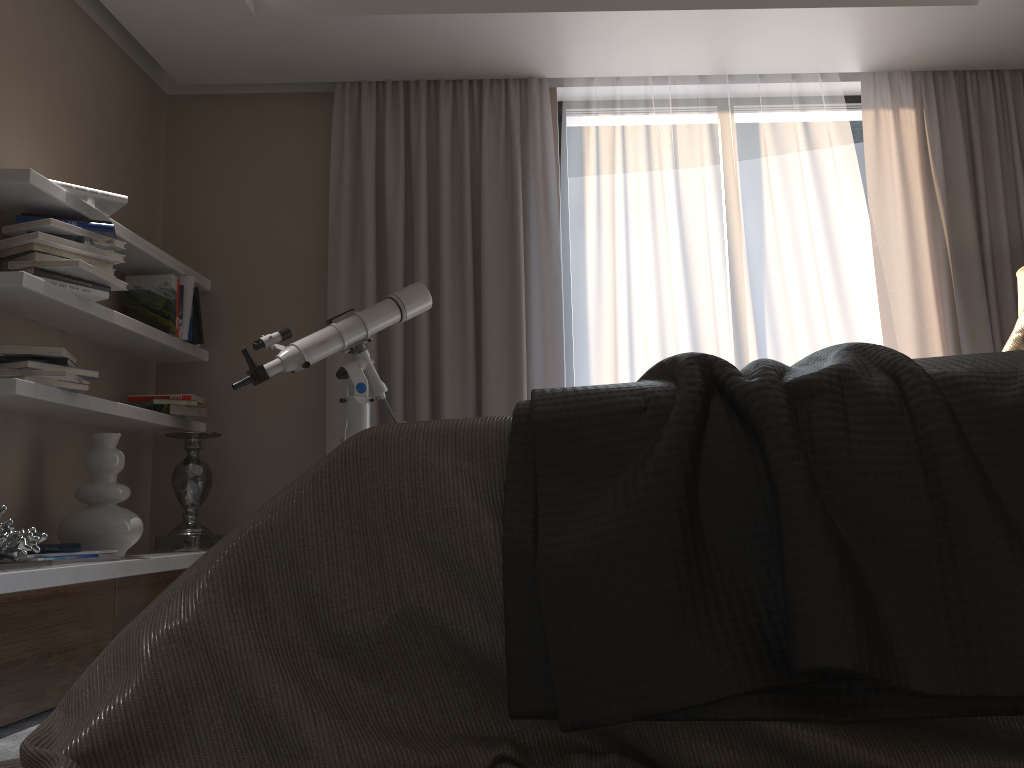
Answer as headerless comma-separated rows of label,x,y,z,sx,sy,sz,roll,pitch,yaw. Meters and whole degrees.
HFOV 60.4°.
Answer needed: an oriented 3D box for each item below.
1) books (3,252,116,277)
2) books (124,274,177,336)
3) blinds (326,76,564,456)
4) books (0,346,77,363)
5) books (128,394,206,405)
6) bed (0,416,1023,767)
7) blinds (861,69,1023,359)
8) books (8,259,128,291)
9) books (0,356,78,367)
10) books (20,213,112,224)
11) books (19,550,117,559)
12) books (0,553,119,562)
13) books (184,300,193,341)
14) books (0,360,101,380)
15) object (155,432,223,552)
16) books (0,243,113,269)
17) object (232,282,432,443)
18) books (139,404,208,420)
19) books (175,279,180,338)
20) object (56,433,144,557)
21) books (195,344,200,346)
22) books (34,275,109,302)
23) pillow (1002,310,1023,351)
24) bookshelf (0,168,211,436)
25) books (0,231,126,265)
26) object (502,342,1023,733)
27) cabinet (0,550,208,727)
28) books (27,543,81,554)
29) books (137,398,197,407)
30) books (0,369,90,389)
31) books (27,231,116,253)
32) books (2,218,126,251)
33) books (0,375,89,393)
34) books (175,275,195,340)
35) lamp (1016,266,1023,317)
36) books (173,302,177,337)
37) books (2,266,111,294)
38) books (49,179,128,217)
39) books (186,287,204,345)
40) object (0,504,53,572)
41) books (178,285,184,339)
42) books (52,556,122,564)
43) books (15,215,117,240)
books,-1.523,-0.384,2.968,0.189,0.028,0.275,-8,-10,33
books,-1.485,-0.321,3.611,0.195,0.250,0.043,-1,-9,-2
blinds,-0.309,-0.264,3.792,1.052,2.644,0.357,-1,-9,0
books,-1.527,-0.088,2.845,0.179,0.023,0.221,1,-9,-18
books,-1.448,0.068,3.699,0.252,0.023,0.173,-1,-9,-4
bed,0.913,0.355,1.449,2.257,0.625,2.328,-4,-9,11
blinds,2.159,-0.343,3.907,1.004,2.643,0.338,-1,-9,-1
books,-1.486,-0.362,2.967,0.224,0.027,0.312,-2,-9,2
books,-1.558,-0.063,2.842,0.255,0.026,0.159,1,-9,-19
books,-1.518,-0.534,3.020,0.275,0.028,0.168,2,-9,-23
books,-1.478,0.539,2.777,0.244,0.011,0.329,-5,-9,21
books,-1.471,0.550,2.781,0.246,0.011,0.327,-5,-9,16
books,-1.453,-0.307,3.744,0.185,0.260,0.025,-1,-9,-2
books,-1.512,-0.039,2.847,0.175,0.025,0.268,-6,-9,22
object,-1.317,0.443,3.624,0.217,0.482,0.222,-3,-9,10
books,-1.529,-0.413,2.960,0.180,0.031,0.295,-7,-10,28
object,-0.604,0.270,3.147,0.617,1.407,0.596,-2,-9,2
books,-1.445,0.123,3.692,0.238,0.043,0.200,-6,-9,25
books,-1.479,-0.313,3.669,0.178,0.251,0.023,-1,-9,-2
object,-1.442,0.392,3.099,0.266,0.432,0.264,-1,-9,0
books,-1.459,-0.276,3.833,0.173,0.223,0.099,-1,-9,0
books,-1.530,-0.310,2.930,0.190,0.028,0.274,-7,-10,28
pillow,1.294,-0.212,1.525,0.882,0.519,1.281,-4,-9,13
bookshelf,-1.654,-0.200,1.686,0.230,1.204,4.526,-2,-8,4
books,-1.513,-0.440,2.949,0.214,0.027,0.325,-6,-9,26
object,0.466,0.204,1.534,0.608,0.322,2.084,-4,-9,12
cabinet,-1.529,0.572,1.549,0.450,0.370,4.565,-2,-8,4
books,-1.495,0.513,2.734,0.275,0.028,0.166,3,-10,-30
books,-1.448,0.091,3.696,0.185,0.023,0.236,5,-11,-38
books,-1.514,-0.014,2.852,0.200,0.021,0.264,0,-9,-13
books,-1.480,-0.465,2.970,0.255,0.026,0.177,2,-9,-24
books,-1.500,-0.491,2.960,0.201,0.022,0.301,-5,-9,22
books,-1.525,0.006,2.830,0.167,0.025,0.237,-5,-9,22
books,-1.459,-0.327,3.723,0.218,0.288,0.021,-1,-9,-2
lamp,1.914,-0.085,2.866,0.440,0.631,0.491,-9,-12,42
books,-1.481,-0.317,3.645,0.178,0.251,0.023,-1,-9,-2
books,-1.535,-0.335,2.946,0.182,0.031,0.293,-6,-9,23
books,-1.490,-0.633,2.995,0.285,0.027,0.193,6,-12,-43
books,-1.427,-0.292,3.799,0.169,0.246,0.087,-1,-9,0
object,-1.444,0.415,2.380,0.326,0.177,0.320,-1,-9,-4
books,-1.470,-0.300,3.693,0.173,0.229,0.024,-1,-9,-2
books,-1.463,0.559,2.775,0.242,0.011,0.331,-6,-9,26
books,-1.499,-0.514,2.974,0.288,0.027,0.186,2,-9,-24
